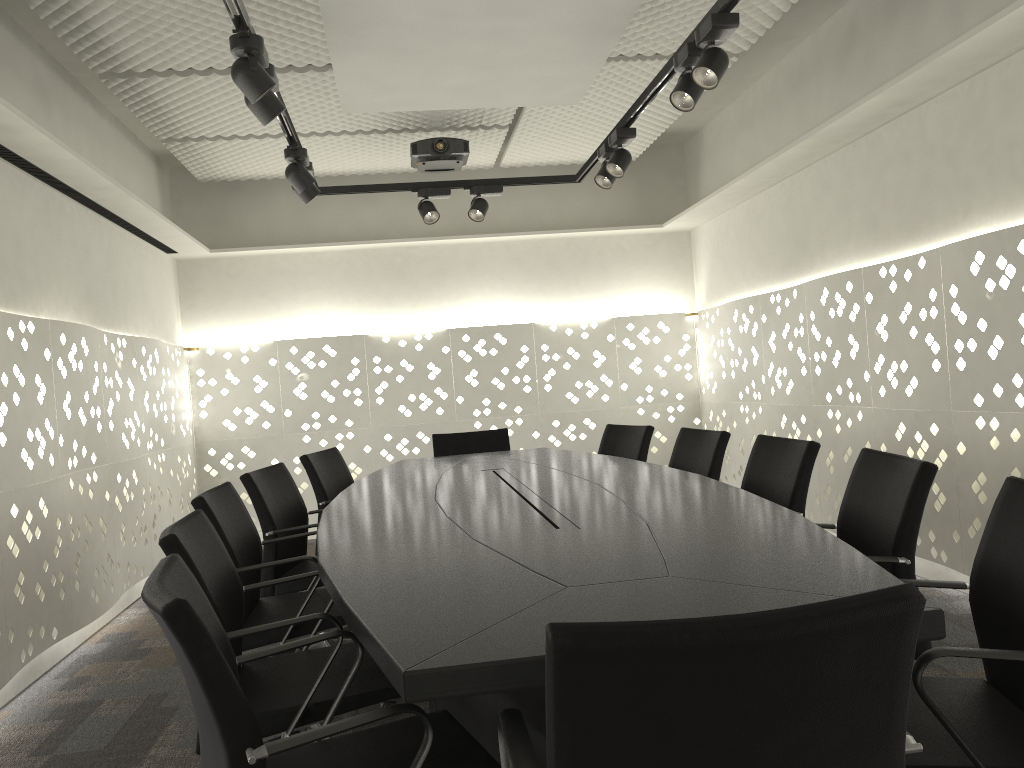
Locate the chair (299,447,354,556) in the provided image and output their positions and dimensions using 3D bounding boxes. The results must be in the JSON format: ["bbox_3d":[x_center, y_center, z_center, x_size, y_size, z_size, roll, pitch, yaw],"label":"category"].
[{"bbox_3d":[-0.654,0.669,4.076,0.579,0.757,0.559,-4,0,12],"label":"chair"}]

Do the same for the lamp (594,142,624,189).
[{"bbox_3d":[0.446,-1.030,4.157,0.126,0.224,0.213,-4,0,-4],"label":"lamp"}]

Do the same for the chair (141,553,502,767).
[{"bbox_3d":[-0.305,0.652,1.446,0.579,0.757,0.559,-4,0,-18],"label":"chair"}]

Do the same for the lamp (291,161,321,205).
[{"bbox_3d":[-0.936,-0.924,4.033,0.126,0.224,0.213,-4,0,-4],"label":"lamp"}]

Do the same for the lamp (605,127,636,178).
[{"bbox_3d":[0.474,-1.031,3.935,0.126,0.224,0.213,-4,0,-4],"label":"lamp"}]

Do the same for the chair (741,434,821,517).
[{"bbox_3d":[0.728,0.568,2.877,0.579,0.757,0.559,-4,0,-3],"label":"chair"}]

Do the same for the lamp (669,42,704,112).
[{"bbox_3d":[0.592,-1.037,2.985,0.126,0.224,0.213,-4,0,-4],"label":"lamp"}]

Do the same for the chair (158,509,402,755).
[{"bbox_3d":[-0.503,0.665,2.028,0.579,0.757,0.559,-4,0,-8],"label":"chair"}]

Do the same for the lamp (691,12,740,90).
[{"bbox_3d":[0.620,-1.038,2.763,0.126,0.224,0.213,-4,0,-4],"label":"lamp"}]

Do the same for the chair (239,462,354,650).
[{"bbox_3d":[-0.700,0.675,3.340,0.579,0.757,0.559,-4,0,7],"label":"chair"}]

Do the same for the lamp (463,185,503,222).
[{"bbox_3d":[-0.147,-0.987,4.784,0.214,0.224,0.118,-4,0,-18],"label":"lamp"}]

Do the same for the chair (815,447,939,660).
[{"bbox_3d":[0.777,0.566,2.203,0.579,0.757,0.559,-4,0,7],"label":"chair"}]

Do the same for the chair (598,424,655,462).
[{"bbox_3d":[0.409,0.587,4.192,0.579,0.757,0.559,-4,0,-18],"label":"chair"}]

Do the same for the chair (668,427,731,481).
[{"bbox_3d":[0.608,0.574,3.536,0.579,0.757,0.559,-4,0,-8],"label":"chair"}]

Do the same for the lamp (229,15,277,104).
[{"bbox_3d":[-0.759,-0.932,2.613,0.126,0.224,0.213,-4,0,-4],"label":"lamp"}]

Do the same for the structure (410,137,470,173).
[{"bbox_3d":[-0.416,-1.306,5.071,0.327,0.144,0.371,-4,0,-7],"label":"structure"}]

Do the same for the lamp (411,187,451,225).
[{"bbox_3d":[-0.427,-0.965,4.740,0.213,0.224,0.126,-4,0,-4],"label":"lamp"}]

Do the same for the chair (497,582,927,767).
[{"bbox_3d":[0.228,0.612,1.147,0.559,0.757,0.579,-4,0,-3],"label":"chair"}]

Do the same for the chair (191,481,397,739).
[{"bbox_3d":[-0.667,0.675,2.703,0.579,0.757,0.559,-4,0,-3],"label":"chair"}]

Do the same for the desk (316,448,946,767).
[{"bbox_3d":[0.041,0.671,2.828,1.223,0.658,3.364,-4,0,-7],"label":"desk"}]

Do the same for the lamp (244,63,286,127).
[{"bbox_3d":[-0.786,-0.931,2.835,0.126,0.224,0.213,-4,0,-4],"label":"lamp"}]

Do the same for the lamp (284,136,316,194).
[{"bbox_3d":[-0.908,-0.925,3.811,0.126,0.224,0.213,-4,0,-4],"label":"lamp"}]

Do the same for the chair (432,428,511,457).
[{"bbox_3d":[-0.159,0.629,4.599,0.559,0.757,0.579,-4,0,-3],"label":"chair"}]

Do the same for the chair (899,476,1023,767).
[{"bbox_3d":[0.756,0.571,1.511,0.579,0.757,0.559,-4,0,12],"label":"chair"}]
